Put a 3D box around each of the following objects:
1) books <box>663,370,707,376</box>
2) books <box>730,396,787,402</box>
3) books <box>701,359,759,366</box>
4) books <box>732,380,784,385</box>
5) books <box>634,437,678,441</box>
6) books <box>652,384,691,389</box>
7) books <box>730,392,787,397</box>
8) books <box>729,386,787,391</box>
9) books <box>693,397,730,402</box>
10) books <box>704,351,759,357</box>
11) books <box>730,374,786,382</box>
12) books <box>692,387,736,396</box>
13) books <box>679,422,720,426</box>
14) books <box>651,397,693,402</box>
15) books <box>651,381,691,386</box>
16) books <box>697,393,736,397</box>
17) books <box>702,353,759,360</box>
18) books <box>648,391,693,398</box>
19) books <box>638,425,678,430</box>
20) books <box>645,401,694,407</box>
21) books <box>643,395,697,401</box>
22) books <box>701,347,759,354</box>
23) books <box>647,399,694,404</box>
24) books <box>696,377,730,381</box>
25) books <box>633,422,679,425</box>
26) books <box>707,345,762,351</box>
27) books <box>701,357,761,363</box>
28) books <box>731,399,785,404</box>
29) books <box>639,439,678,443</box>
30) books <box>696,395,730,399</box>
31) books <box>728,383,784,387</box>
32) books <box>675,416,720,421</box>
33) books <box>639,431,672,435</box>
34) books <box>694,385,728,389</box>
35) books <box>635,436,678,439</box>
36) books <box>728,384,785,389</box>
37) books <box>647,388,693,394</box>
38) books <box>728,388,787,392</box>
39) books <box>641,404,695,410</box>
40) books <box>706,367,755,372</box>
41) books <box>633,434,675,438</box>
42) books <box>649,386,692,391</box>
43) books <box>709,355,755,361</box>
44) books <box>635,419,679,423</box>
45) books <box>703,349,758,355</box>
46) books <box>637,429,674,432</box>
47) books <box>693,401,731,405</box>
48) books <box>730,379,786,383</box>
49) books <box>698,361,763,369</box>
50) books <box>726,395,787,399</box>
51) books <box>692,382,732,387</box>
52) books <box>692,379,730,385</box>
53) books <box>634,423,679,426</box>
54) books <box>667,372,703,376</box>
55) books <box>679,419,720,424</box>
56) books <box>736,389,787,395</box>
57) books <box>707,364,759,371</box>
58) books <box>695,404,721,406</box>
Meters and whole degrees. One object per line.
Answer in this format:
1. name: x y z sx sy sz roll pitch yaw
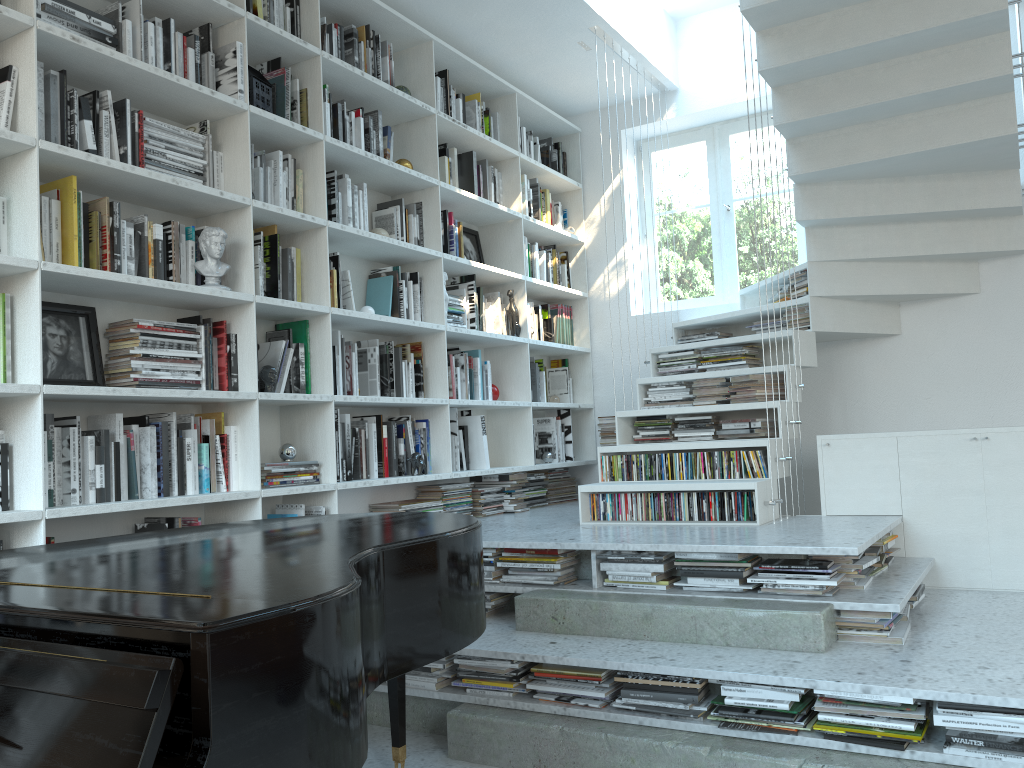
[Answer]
1. books: 0.989 -0.062 4.984 0.228 0.014 0.149 -6 -5 42
2. books: 1.239 0.074 4.443 0.215 0.013 0.189 -1 -4 -27
3. books: 1.168 -0.114 4.746 0.244 0.014 0.191 -6 -5 43
4. books: 1.235 -0.005 4.448 0.184 0.016 0.179 0 -5 -31
5. books: 0.764 0.288 4.648 0.195 0.007 0.189 -5 -4 28
6. books: 0.871 0.015 4.832 0.180 0.014 0.157 -5 -4 26
7. books: 1.239 0.055 4.442 0.222 0.011 0.180 -1 -4 -28
8. books: 1.237 0.023 4.445 0.231 0.011 0.171 -1 -4 -23
9. books: 1.069 0.083 4.623 0.177 0.014 0.200 -5 -5 35
10. books: 1.181 -0.156 4.766 0.257 0.011 0.144 -6 -5 37
11. books: 1.237 -0.031 4.444 0.234 0.025 0.157 -1 -4 -22
12. books: 1.078 0.040 4.619 0.222 0.035 0.178 -5 -5 35
13. books: 0.969 0.206 4.566 0.185 0.008 0.129 -5 -4 29
14. books: 0.874 0.086 4.828 0.179 0.010 0.160 -5 -5 33
15. books: 0.872 0.001 4.835 0.180 0.014 0.157 -5 -4 28
16. books: 1.075 0.060 4.620 0.181 0.005 0.188 -5 -5 30
17. books: 1.173 -0.147 4.755 0.254 0.007 0.176 -6 -5 38
18. books: 0.879 0.059 4.839 0.230 0.019 0.143 -5 -4 29
19. books: 0.771 0.229 4.667 0.181 0.022 0.140 -4 -4 24
20. books: 0.881 0.110 4.836 0.288 0.017 0.136 -5 -4 28
21. books: 0.879 0.075 4.837 0.297 0.012 0.145 -5 -4 29
22. books: 1.168 -0.177 4.753 0.243 0.013 0.191 -6 -5 41
23. books: 0.879 0.096 4.835 0.254 0.010 0.138 -5 -4 27
24. books: 1.059 -0.022 4.633 0.155 0.009 0.155 -5 -5 30
25. books: 0.757 0.205 4.647 0.188 0.006 0.198 -5 -4 27
26. books: 1.186 -0.186 4.775 0.298 0.007 0.134 -6 -5 39
27. books: 1.173 -0.125 4.753 0.261 0.009 0.187 -6 -5 40
28. books: 1.237 0.086 4.447 0.206 0.012 0.183 0 -5 -32
29. books: 0.782 0.300 4.677 0.188 0.014 0.130 -5 -5 30
30. books: 1.055 0.071 4.633 0.155 0.013 0.139 -5 -5 32
31. books: 1.243 0.005 4.432 0.295 0.007 0.146 -1 -4 -25
32. books: 0.952 0.176 4.542 0.194 0.014 0.177 -5 -4 25
33. books: 0.772 0.257 4.666 0.166 0.015 0.145 -5 -4 25
34. books: 1.050 0.019 4.638 0.159 0.012 0.129 1 -5 -45
35. books: 0.767 0.281 4.655 0.216 0.009 0.158 -4 -4 24
36. books: 1.244 0.013 4.432 0.295 0.007 0.146 -1 -4 -29
37. books: 0.875 0.042 4.835 0.240 0.017 0.149 -5 -4 28
38. books: 1.244 0.030 4.431 0.295 0.006 0.146 -1 -4 -25
39. books: 0.870 0.126 4.814 0.287 0.018 0.190 -5 -4 29
40. books: 1.189 -0.072 4.766 0.258 0.013 0.136 -6 -5 42
41. books: 0.765 0.270 4.653 0.225 0.012 0.159 -6 -5 38
42. books: 0.866 0.028 4.822 0.203 0.011 0.173 -5 -4 25
43. books: 1.180 -0.136 4.762 0.197 0.014 0.154 -6 -5 43
44. books: 0.767 0.197 4.665 0.195 0.012 0.161 -5 -4 28
45. books: 1.174 -0.166 4.759 0.240 0.009 0.174 -6 -5 39
46. books: 0.775 0.245 4.673 0.198 0.010 0.132 -5 -5 34
47. books: 1.045 0.100 4.639 0.128 0.016 0.184 -6 -5 38
48. books: 1.241 -0.017 4.435 0.254 0.005 0.161 -1 -4 -27
49. books: 1.170 -0.100 4.746 0.287 0.013 0.182 -7 -5 44
50. books: 1.234 0.065 4.453 0.254 0.007 0.189 0 -5 -32
51. books: 1.066 0.005 4.628 0.218 0.012 0.156 1 -5 -43
52. books: 1.064 -0.009 4.629 0.190 0.017 0.166 -5 -5 33
53. books: 0.766 0.213 4.663 0.208 0.009 0.160 -5 -4 26
54. books: 0.995 -0.048 4.988 0.146 0.014 0.211 1 -5 -44
55. books: 0.965 0.193 4.562 0.178 0.017 0.133 -5 -5 34
56. books: 1.245 0.041 4.430 0.214 0.014 0.138 0 -5 -32
57. books: 1.189 -0.086 4.768 0.249 0.014 0.130 -6 -5 43
58. books: 1.049 0.111 4.636 0.132 0.007 0.162 -6 -5 39
